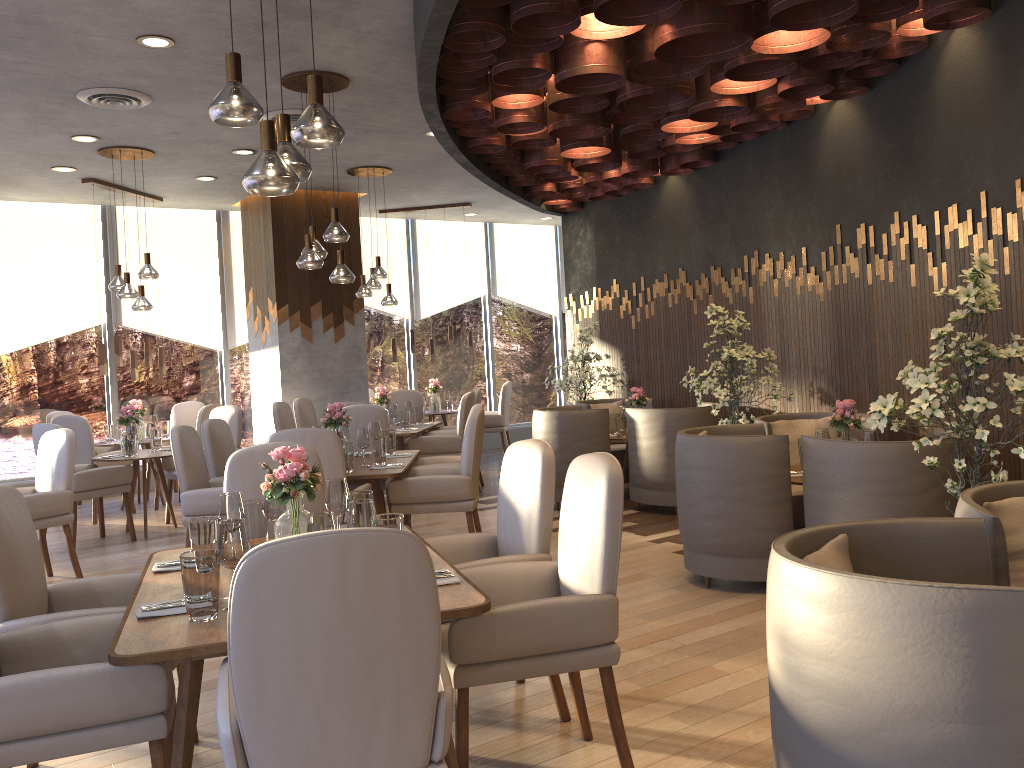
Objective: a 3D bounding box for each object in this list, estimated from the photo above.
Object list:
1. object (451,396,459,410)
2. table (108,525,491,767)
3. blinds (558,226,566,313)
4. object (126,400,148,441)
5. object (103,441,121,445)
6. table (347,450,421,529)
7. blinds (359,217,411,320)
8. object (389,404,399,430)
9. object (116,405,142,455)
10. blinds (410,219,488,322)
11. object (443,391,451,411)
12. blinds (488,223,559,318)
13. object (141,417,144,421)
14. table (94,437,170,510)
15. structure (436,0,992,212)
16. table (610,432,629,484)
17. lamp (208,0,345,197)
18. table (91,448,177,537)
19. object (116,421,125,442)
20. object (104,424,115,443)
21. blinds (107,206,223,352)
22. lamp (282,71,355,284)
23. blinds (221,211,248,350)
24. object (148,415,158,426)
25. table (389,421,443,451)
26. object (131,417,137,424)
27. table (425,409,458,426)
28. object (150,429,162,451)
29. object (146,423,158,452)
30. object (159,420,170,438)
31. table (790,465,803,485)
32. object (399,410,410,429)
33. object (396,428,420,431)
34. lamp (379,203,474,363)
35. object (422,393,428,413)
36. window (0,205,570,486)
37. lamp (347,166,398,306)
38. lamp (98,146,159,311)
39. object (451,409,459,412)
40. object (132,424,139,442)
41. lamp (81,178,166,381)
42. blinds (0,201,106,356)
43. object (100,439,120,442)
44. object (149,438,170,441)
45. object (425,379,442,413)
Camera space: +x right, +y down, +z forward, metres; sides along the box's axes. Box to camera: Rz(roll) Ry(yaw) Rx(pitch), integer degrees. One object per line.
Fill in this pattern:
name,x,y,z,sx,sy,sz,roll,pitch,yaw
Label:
object,-0.712,0.240,11.079,0.102,0.178,0.102,-3,1,40
table,-0.678,0.940,2.848,0.965,0.665,1.307,-4,2,-18
blinds,1.174,-2.436,13.623,1.174,2.680,0.007,-3,0,-34
object,-3.788,0.362,8.960,0.210,0.416,0.198,-3,0,-22
object,-3.865,0.574,8.667,0.157,0.019,0.255,-3,2,10
table,-1.116,0.861,5.851,0.964,0.665,1.307,-3,2,-1
blinds,-1.910,-2.152,11.511,1.174,2.680,0.007,-3,0,-34
object,-1.122,0.317,8.432,0.092,0.244,0.092,-3,0,-39
object,-3.236,0.383,7.480,0.210,0.416,0.198,-3,0,13
blinds,-0.880,-2.210,12.215,1.174,2.680,0.007,-3,0,-34
object,-0.806,0.214,11.020,0.092,0.244,0.092,-3,0,-44
blinds,0.149,-2.290,12.919,1.174,2.680,0.007,-3,0,-34
object,-3.819,0.444,9.093,0.092,0.244,0.092,-3,0,-26
table,-3.748,0.900,8.933,0.834,0.662,0.834,-3,1,-14
structure,0.941,-1.955,4.962,2.755,0.556,9.456,-3,2,-4
table,1.143,0.721,7.843,0.835,0.561,0.833,-4,2,-42
lamp,-0.780,-1.256,2.855,0.439,1.326,0.439,-3,0,5
table,-3.058,0.913,7.443,0.833,0.662,0.835,-2,1,30
object,-3.923,0.456,8.901,0.092,0.244,0.092,-3,0,33
object,-4.017,0.496,8.849,0.102,0.178,0.102,-3,1,4
blinds,-3.963,-1.679,10.096,1.174,2.680,0.007,-3,0,-34
lamp,-1.260,-1.333,5.849,0.440,1.326,0.439,-3,0,-29
blinds,-2.936,-1.777,10.799,1.174,2.680,0.007,-3,0,-34
object,-3.627,0.438,8.968,0.092,0.244,0.092,-3,0,15
table,-1.247,0.771,8.673,0.964,0.665,1.308,-3,2,7
object,-3.755,0.451,8.786,0.092,0.244,0.092,-3,0,30
table,-0.929,0.675,10.997,0.835,0.662,0.833,-4,2,-43
object,-3.086,0.485,7.690,0.102,0.178,0.102,-4,1,-43
object,-3.077,0.456,7.581,0.092,0.244,0.092,-3,0,11
object,-3.526,0.464,9.014,0.102,0.178,0.102,-3,1,-32
table,1.884,0.780,4.967,0.833,0.561,0.834,-3,1,8
object,-1.023,0.342,8.483,0.102,0.178,0.102,-4,1,-44
object,-0.995,0.427,8.318,0.255,0.019,0.157,-3,2,9
lamp,-1.023,-1.220,10.955,1.160,1.931,0.118,-3,0,11
object,-1.078,0.231,10.960,0.092,0.244,0.092,-3,0,-12
window,-3.666,-0.553,6.914,8.057,3.198,16.134,-3,2,11
lamp,-1.359,-1.426,8.693,0.439,1.326,0.440,-3,0,41
lamp,-3.204,-1.282,7.452,0.440,1.326,0.439,-3,0,-27
object,-0.670,0.323,10.917,0.255,0.019,0.157,-3,2,4
object,-3.704,0.485,8.688,0.102,0.178,0.102,-3,1,36
lamp,-3.845,-0.996,8.924,0.118,1.931,1.162,-3,1,11
blinds,-4.992,-1.606,9.393,1.174,2.680,0.007,-3,0,-34
object,-4.040,0.572,9.013,0.255,0.019,0.157,-3,2,8
object,-3.507,0.548,8.848,0.255,0.019,0.157,-3,2,12
object,-0.945,0.141,10.868,0.210,0.416,0.198,-3,1,33
